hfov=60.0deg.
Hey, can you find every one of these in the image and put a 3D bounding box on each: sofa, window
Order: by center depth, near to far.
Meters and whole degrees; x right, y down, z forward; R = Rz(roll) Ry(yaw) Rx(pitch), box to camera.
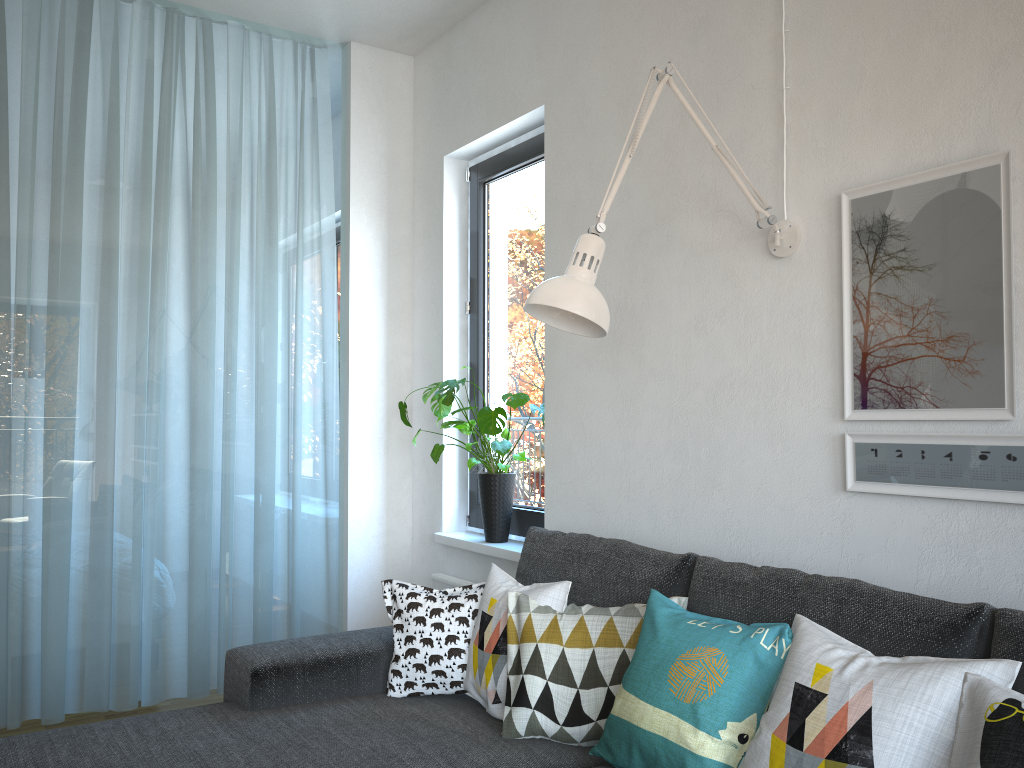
[{"bbox_3d":[-0.085,0.783,1.285,2.163,0.847,2.509,2,-3,-33],"label":"sofa"},{"bbox_3d":[7.813,2.508,14.805,24.378,18.363,13.981,1,-2,-27],"label":"window"}]

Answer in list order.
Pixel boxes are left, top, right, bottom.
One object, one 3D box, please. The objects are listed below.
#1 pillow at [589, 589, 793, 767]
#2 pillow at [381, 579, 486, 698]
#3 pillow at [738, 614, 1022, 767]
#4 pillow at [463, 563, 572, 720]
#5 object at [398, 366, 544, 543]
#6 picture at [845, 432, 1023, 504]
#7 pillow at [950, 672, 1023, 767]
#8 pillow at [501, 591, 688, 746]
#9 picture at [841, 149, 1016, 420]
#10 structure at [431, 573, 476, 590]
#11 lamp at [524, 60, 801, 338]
[{"bbox_3d":[0.367,0.619,1.769,0.273,0.340,0.414,1,-3,-34],"label":"pillow"},{"bbox_3d":[-0.190,0.676,2.338,0.334,0.319,0.160,0,-2,2],"label":"pillow"},{"bbox_3d":[0.562,0.621,1.477,0.285,0.368,0.437,1,-3,-33],"label":"pillow"},{"bbox_3d":[0.005,0.643,2.206,0.173,0.344,0.360,1,-2,-34],"label":"pillow"},{"bbox_3d":[-0.147,0.263,3.315,0.447,0.675,0.657,2,-3,-42],"label":"object"},{"bbox_3d":[1.009,0.164,1.707,0.021,0.136,0.837,1,-3,-33],"label":"picture"},{"bbox_3d":[0.746,0.604,1.186,0.266,0.318,0.382,1,-3,-33],"label":"pillow"},{"bbox_3d":[0.195,0.656,2.048,0.454,0.363,0.242,-1,-2,23],"label":"pillow"},{"bbox_3d":[0.881,-0.190,1.905,0.013,0.534,0.390,1,-2,-33],"label":"picture"},{"bbox_3d":[-0.088,0.989,3.287,0.076,0.459,0.817,1,-3,-36],"label":"structure"},{"bbox_3d":[0.355,-0.439,2.135,0.698,0.669,0.200,1,-2,-24],"label":"lamp"}]
